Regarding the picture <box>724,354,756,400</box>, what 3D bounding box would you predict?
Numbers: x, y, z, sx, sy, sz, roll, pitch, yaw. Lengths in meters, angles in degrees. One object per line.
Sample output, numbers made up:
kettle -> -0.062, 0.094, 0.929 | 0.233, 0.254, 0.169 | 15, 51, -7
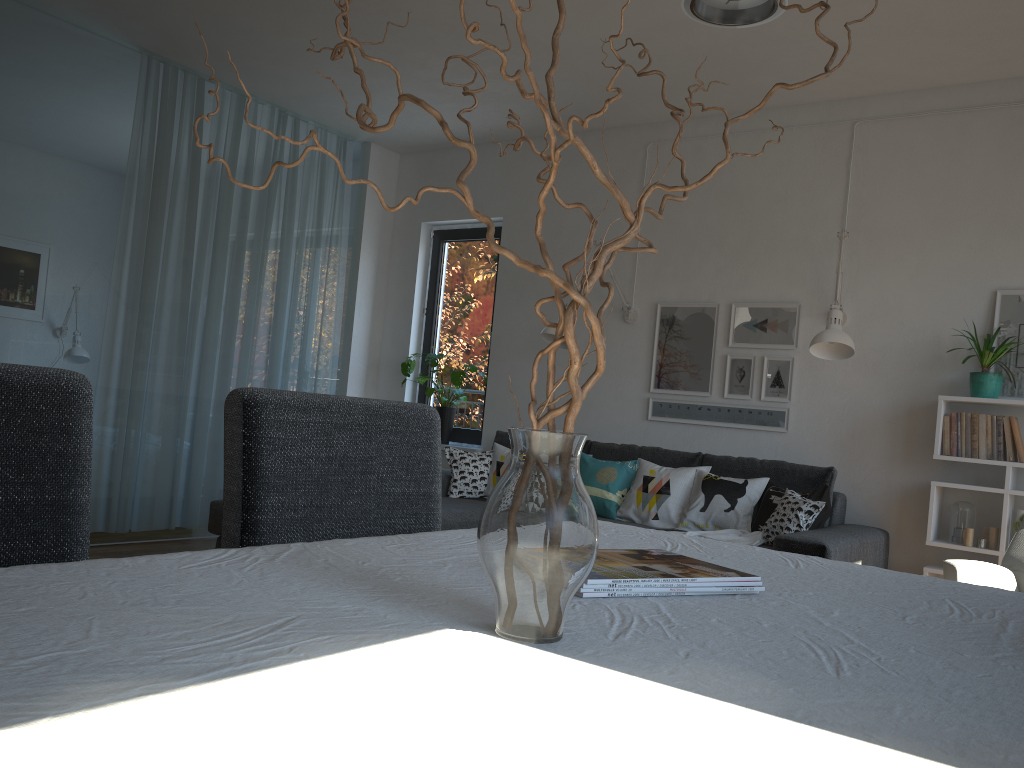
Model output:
picture -> 1.274, -0.040, 4.944 | 0.166, 0.248, 0.021 | 5, -1, 36

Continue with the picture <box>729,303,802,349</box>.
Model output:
picture -> 1.392, -0.320, 4.884 | 0.390, 0.248, 0.021 | 4, -2, 36

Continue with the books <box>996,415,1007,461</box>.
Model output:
books -> 2.240, 0.250, 4.057 | 0.044, 0.208, 0.133 | 5, -1, 36

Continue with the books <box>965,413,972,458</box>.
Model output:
books -> 2.135, 0.243, 4.129 | 0.044, 0.209, 0.136 | 5, -1, 36

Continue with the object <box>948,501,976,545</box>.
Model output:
object -> 2.107, 0.646, 4.146 | 0.108, 0.197, 0.108 | 7, -2, -43

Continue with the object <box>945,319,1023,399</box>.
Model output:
object -> 2.232, -0.111, 4.110 | 0.424, 0.372, 0.387 | 5, -2, 22

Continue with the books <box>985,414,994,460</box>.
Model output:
books -> 2.202, 0.247, 4.081 | 0.044, 0.209, 0.133 | 5, -1, 35

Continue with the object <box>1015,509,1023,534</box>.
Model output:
object -> 2.320, 0.667, 4.034 | 0.051, 0.188, 0.051 | 4, -1, 42

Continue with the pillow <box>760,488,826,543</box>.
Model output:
pillow -> 1.283, 0.644, 4.073 | 0.169, 0.312, 0.358 | 6, -2, -14

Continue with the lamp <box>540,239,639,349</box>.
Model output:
lamp -> 0.458, -0.516, 5.168 | 0.200, 0.669, 0.698 | 4, -2, 45

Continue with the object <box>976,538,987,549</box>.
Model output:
object -> 2.127, 0.721, 4.015 | 0.040, 0.044, 0.040 | 6, -2, -28

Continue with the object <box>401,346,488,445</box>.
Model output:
object -> -0.502, 0.077, 6.094 | 0.657, 0.675, 0.448 | 5, -1, 26

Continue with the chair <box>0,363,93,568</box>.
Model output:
chair -> -0.590, 0.454, 0.913 | 0.544, 0.960, 0.462 | 5, -1, 36

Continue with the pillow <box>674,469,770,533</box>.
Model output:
pillow -> 1.050, 0.605, 4.434 | 0.382, 0.318, 0.266 | 4, -2, 36

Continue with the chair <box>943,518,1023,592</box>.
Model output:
chair -> 1.916, 0.830, 3.164 | 0.685, 0.832, 0.545 | 6, -1, -29

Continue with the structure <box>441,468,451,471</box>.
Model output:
structure -> -0.513, 0.806, 6.096 | 0.817, 0.459, 0.076 | 4, -1, 33

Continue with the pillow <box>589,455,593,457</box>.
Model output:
pillow -> 0.226, 0.562, 5.039 | 0.454, 0.363, 0.242 | 5, -1, 2

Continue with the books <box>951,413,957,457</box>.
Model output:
books -> 2.085, 0.239, 4.164 | 0.043, 0.205, 0.129 | 5, -1, 36

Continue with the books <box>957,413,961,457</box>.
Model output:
books -> 2.104, 0.242, 4.152 | 0.033, 0.210, 0.136 | 5, -1, 36

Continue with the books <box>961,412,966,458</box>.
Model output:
books -> 2.116, 0.240, 4.141 | 0.035, 0.209, 0.129 | 5, -1, 36

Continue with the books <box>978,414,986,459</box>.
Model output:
books -> 2.180, 0.246, 4.098 | 0.048, 0.208, 0.135 | 5, -1, 36

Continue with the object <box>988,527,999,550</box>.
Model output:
object -> 2.174, 0.698, 4.005 | 0.039, 0.099, 0.039 | 5, -1, 32

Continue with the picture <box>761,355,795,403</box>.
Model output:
picture -> 1.447, -0.028, 4.820 | 0.166, 0.248, 0.021 | 5, -1, 36

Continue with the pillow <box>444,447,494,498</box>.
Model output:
pillow -> -0.237, 0.529, 5.171 | 0.334, 0.319, 0.160 | 6, -1, -19

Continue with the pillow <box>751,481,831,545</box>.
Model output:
pillow -> 1.343, 0.640, 4.253 | 0.234, 0.358, 0.449 | 6, -2, -28

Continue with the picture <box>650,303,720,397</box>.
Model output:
picture -> 1.002, -0.205, 5.146 | 0.389, 0.534, 0.013 | 4, -1, 36

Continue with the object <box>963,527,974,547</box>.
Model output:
object -> 2.098, 0.701, 4.097 | 0.079, 0.084, 0.176 | 5, -2, 4

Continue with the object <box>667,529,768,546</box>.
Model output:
object -> 0.873, 0.765, 4.073 | 0.488, 0.212, 0.606 | 4, -2, 32

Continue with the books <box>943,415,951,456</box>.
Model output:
books -> 2.059, 0.246, 4.176 | 0.047, 0.191, 0.124 | 5, -1, 35

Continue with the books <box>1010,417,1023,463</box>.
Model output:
books -> 2.293, 0.254, 4.014 | 0.070, 0.204, 0.132 | 5, -2, 36

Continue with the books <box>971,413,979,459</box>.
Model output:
books -> 2.154, 0.243, 4.110 | 0.044, 0.210, 0.133 | 5, -1, 36

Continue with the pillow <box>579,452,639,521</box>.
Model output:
pillow -> 0.489, 0.554, 4.842 | 0.414, 0.340, 0.273 | 4, -2, 35

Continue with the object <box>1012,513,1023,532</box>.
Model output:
object -> 2.270, 0.666, 3.916 | 0.087, 0.173, 0.088 | 6, -2, -39

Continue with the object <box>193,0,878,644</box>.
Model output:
object -> 0.014, -0.167, 0.824 | 0.615, 0.784, 0.403 | 5, -1, 10

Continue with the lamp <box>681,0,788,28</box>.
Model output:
lamp -> 0.177, -1.137, 0.899 | 0.131, 1.284, 0.760 | 5, -1, 36

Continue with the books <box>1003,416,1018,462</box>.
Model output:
books -> 2.269, 0.252, 4.035 | 0.061, 0.211, 0.128 | 5, -1, 36

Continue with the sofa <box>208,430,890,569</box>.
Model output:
sofa -> 0.225, 0.696, 4.228 | 2.507, 0.847, 2.165 | 4, -2, 36

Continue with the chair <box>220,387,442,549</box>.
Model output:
chair -> -0.183, 0.511, 1.485 | 0.544, 0.960, 0.462 | 4, -2, 41

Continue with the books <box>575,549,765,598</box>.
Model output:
books -> 0.150, 0.239, 1.133 | 0.278, 0.022, 0.204 | 6, -2, -28

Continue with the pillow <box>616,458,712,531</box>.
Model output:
pillow -> 0.774, 0.590, 4.640 | 0.436, 0.368, 0.285 | 4, -2, 36

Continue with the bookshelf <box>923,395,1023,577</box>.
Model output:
bookshelf -> 2.475, 0.694, 3.860 | 1.189, 1.200, 0.238 | 4, -1, 36

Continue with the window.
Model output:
window -> 2.550, 2.559, 19.702 | 13.968, 18.365, 24.396 | 4, -2, 42

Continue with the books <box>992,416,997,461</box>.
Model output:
books -> 2.221, 0.251, 4.069 | 0.035, 0.204, 0.131 | 5, -1, 36

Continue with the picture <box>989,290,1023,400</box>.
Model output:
picture -> 2.439, -0.173, 4.099 | 0.389, 0.532, 0.059 | 4, -1, 36

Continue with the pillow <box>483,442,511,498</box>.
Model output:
pillow -> -0.005, 0.522, 5.118 | 0.360, 0.344, 0.173 | 4, -2, 35

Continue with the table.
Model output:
table -> 0.026, 0.611, 0.879 | 1.234, 0.762, 1.858 | 4, -2, 36

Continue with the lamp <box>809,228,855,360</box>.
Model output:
lamp -> 1.619, -0.433, 4.335 | 0.200, 0.669, 0.698 | 5, -2, 26

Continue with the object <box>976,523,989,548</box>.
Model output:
object -> 2.179, 0.696, 4.081 | 0.062, 0.108, 0.062 | 5, -2, 36

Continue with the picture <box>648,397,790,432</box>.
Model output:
picture -> 1.154, 0.169, 5.011 | 0.836, 0.136, 0.021 | 4, -2, 36
